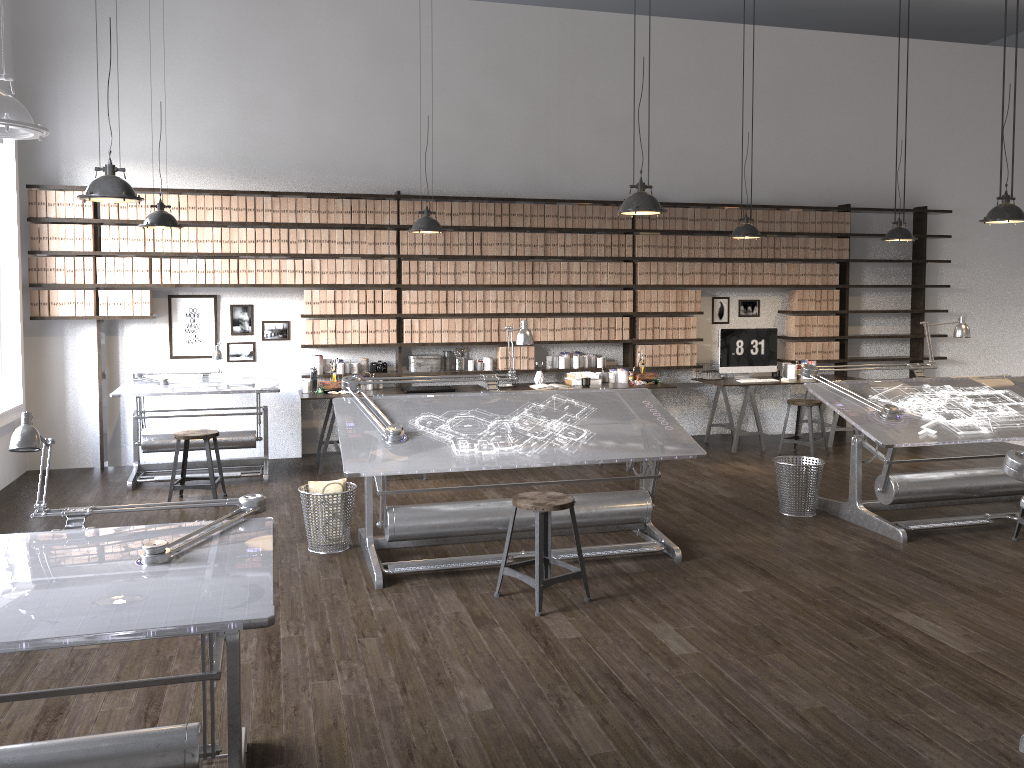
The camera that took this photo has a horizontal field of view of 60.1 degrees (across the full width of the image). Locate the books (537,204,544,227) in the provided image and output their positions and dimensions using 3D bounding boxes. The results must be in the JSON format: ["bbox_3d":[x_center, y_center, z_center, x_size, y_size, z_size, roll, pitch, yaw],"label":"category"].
[{"bbox_3d":[0.257,-1.625,8.596,0.067,0.225,0.175,-1,4,-15],"label":"books"}]

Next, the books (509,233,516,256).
[{"bbox_3d":[-0.012,-1.341,8.537,0.067,0.225,0.175,-1,4,-15],"label":"books"}]

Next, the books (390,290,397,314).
[{"bbox_3d":[-1.116,-0.765,8.264,0.067,0.225,0.175,-1,4,-15],"label":"books"}]

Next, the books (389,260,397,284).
[{"bbox_3d":[-1.120,-1.042,8.255,0.067,0.225,0.175,-1,4,-15],"label":"books"}]

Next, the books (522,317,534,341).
[{"bbox_3d":[0.154,-0.533,8.626,0.067,0.225,0.175,-1,4,-15],"label":"books"}]

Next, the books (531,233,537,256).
[{"bbox_3d":[0.190,-1.347,8.593,0.067,0.225,0.175,-1,4,-15],"label":"books"}]

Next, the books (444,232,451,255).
[{"bbox_3d":[-0.626,-1.323,8.373,0.067,0.225,0.175,-1,4,-15],"label":"books"}]

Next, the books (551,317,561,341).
[{"bbox_3d":[0.426,-0.541,8.700,0.067,0.225,0.175,-1,4,-15],"label":"books"}]

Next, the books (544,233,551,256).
[{"bbox_3d":[0.321,-1.351,8.631,0.067,0.225,0.175,-1,4,-15],"label":"books"}]

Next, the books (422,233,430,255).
[{"bbox_3d":[-0.816,-1.317,8.319,0.067,0.225,0.175,-1,4,-15],"label":"books"}]

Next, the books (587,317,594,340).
[{"bbox_3d":[0.754,-0.550,8.787,0.067,0.225,0.175,-1,4,-15],"label":"books"}]

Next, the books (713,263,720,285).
[{"bbox_3d":[2.067,-1.133,9.112,0.067,0.225,0.175,-1,4,-15],"label":"books"}]

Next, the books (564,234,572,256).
[{"bbox_3d":[0.527,-1.356,8.683,0.067,0.225,0.175,-1,4,-15],"label":"books"}]

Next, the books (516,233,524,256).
[{"bbox_3d":[0.060,-1.343,8.554,0.067,0.225,0.175,-1,4,-15],"label":"books"}]

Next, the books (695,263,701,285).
[{"bbox_3d":[1.865,-1.127,9.056,0.067,0.225,0.175,-1,4,-15],"label":"books"}]

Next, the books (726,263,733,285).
[{"bbox_3d":[2.208,-1.137,9.150,0.067,0.225,0.175,-1,4,-15],"label":"books"}]

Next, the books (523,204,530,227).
[{"bbox_3d":[0.123,-1.621,8.558,0.067,0.225,0.175,-1,4,-15],"label":"books"}]

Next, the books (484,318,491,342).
[{"bbox_3d":[-0.255,-0.522,8.519,0.067,0.225,0.175,-1,4,-15],"label":"books"}]

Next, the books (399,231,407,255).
[{"bbox_3d":[-1.022,-1.312,8.267,0.067,0.225,0.175,-1,4,-15],"label":"books"}]

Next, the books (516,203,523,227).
[{"bbox_3d":[0.054,-1.618,8.536,0.067,0.225,0.175,-1,4,-15],"label":"books"}]

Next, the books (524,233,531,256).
[{"bbox_3d":[0.130,-1.345,8.575,0.067,0.225,0.175,-1,4,-15],"label":"books"}]

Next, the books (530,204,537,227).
[{"bbox_3d":[0.189,-1.623,8.580,0.067,0.225,0.175,-1,4,-15],"label":"books"}]

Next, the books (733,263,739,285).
[{"bbox_3d":[2.278,-1.140,9.174,0.067,0.225,0.175,-1,4,-15],"label":"books"}]

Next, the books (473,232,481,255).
[{"bbox_3d":[-0.347,-1.331,8.444,0.067,0.225,0.175,-1,4,-15],"label":"books"}]

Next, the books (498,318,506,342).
[{"bbox_3d":[-0.111,-0.526,8.558,0.067,0.225,0.175,-1,4,-15],"label":"books"}]

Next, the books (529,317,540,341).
[{"bbox_3d":[0.220,-0.536,8.648,0.067,0.225,0.175,-1,4,-15],"label":"books"}]

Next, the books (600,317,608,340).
[{"bbox_3d":[0.895,-0.555,8.825,0.067,0.225,0.175,-1,4,-15],"label":"books"}]

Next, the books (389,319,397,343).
[{"bbox_3d":[-1.120,-0.496,8.280,0.067,0.225,0.175,-1,4,-15],"label":"books"}]

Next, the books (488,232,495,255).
[{"bbox_3d":[-0.213,-1.335,8.483,0.067,0.225,0.175,-1,4,-15],"label":"books"}]

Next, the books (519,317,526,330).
[{"bbox_3d":[0.085,-0.531,8.604,0.067,0.225,0.175,-1,4,-15],"label":"books"}]

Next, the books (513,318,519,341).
[{"bbox_3d":[0.015,-0.529,8.585,0.067,0.225,0.175,-1,4,-15],"label":"books"}]

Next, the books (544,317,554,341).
[{"bbox_3d":[0.357,-0.539,8.679,0.067,0.225,0.175,-1,4,-15],"label":"books"}]

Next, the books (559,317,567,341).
[{"bbox_3d":[0.487,-0.543,8.718,0.067,0.225,0.175,-1,4,-15],"label":"books"}]

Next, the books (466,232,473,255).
[{"bbox_3d":[-0.421,-1.329,8.430,0.067,0.225,0.175,-1,4,-15],"label":"books"}]

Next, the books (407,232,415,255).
[{"bbox_3d":[-0.954,-1.314,8.284,0.067,0.225,0.175,-1,4,-15],"label":"books"}]

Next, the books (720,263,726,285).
[{"bbox_3d":[2.134,-1.136,9.136,0.067,0.225,0.175,-1,4,-15],"label":"books"}]

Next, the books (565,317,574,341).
[{"bbox_3d":[0.552,-0.544,8.731,0.067,0.225,0.175,-1,4,-15],"label":"books"}]

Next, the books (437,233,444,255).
[{"bbox_3d":[-0.690,-1.321,8.350,0.067,0.225,0.175,-1,4,-15],"label":"books"}]

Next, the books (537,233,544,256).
[{"bbox_3d":[0.256,-1.348,8.606,0.067,0.225,0.175,-1,4,-15],"label":"books"}]

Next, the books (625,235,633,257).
[{"bbox_3d":[1.140,-1.374,8.849,0.067,0.225,0.175,-1,4,-15],"label":"books"}]

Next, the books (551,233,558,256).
[{"bbox_3d":[0.389,-1.353,8.647,0.067,0.225,0.175,-1,4,-15],"label":"books"}]

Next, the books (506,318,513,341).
[{"bbox_3d":[-0.047,-0.528,8.573,0.067,0.225,0.175,-1,4,-15],"label":"books"}]

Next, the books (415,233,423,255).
[{"bbox_3d":[-0.885,-1.315,8.298,0.067,0.225,0.175,-1,4,-15],"label":"books"}]

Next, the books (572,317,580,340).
[{"bbox_3d":[0.616,-0.547,8.754,0.067,0.225,0.175,-1,4,-15],"label":"books"}]

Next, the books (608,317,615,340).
[{"bbox_3d":[0.965,-0.557,8.849,0.067,0.225,0.175,-1,4,-15],"label":"books"}]

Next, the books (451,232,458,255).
[{"bbox_3d":[-0.558,-1.325,8.392,0.067,0.225,0.175,-1,4,-15],"label":"books"}]

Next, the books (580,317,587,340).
[{"bbox_3d":[0.684,-0.549,8.773,0.067,0.225,0.175,-1,4,-15],"label":"books"}]

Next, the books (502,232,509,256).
[{"bbox_3d":[-0.081,-1.338,8.514,0.067,0.225,0.175,-1,4,-15],"label":"books"}]

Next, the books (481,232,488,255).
[{"bbox_3d":[-0.277,-1.333,8.468,0.067,0.225,0.175,-1,4,-15],"label":"books"}]

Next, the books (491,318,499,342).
[{"bbox_3d":[-0.181,-0.523,8.534,0.067,0.225,0.175,-1,4,-15],"label":"books"}]

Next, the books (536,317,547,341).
[{"bbox_3d":[0.288,-0.537,8.665,0.067,0.225,0.175,-1,4,-15],"label":"books"}]

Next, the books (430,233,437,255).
[{"bbox_3d":[-0.755,-1.319,8.337,0.067,0.225,0.175,-1,4,-15],"label":"books"}]

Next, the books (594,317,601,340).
[{"bbox_3d":[0.821,-0.553,8.810,0.067,0.225,0.175,-1,4,-15],"label":"books"}]

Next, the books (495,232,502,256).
[{"bbox_3d":[-0.151,-1.336,8.495,0.067,0.225,0.175,-1,4,-15],"label":"books"}]

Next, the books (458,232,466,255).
[{"bbox_3d":[-0.488,-1.327,8.406,0.067,0.225,0.175,-1,4,-15],"label":"books"}]
